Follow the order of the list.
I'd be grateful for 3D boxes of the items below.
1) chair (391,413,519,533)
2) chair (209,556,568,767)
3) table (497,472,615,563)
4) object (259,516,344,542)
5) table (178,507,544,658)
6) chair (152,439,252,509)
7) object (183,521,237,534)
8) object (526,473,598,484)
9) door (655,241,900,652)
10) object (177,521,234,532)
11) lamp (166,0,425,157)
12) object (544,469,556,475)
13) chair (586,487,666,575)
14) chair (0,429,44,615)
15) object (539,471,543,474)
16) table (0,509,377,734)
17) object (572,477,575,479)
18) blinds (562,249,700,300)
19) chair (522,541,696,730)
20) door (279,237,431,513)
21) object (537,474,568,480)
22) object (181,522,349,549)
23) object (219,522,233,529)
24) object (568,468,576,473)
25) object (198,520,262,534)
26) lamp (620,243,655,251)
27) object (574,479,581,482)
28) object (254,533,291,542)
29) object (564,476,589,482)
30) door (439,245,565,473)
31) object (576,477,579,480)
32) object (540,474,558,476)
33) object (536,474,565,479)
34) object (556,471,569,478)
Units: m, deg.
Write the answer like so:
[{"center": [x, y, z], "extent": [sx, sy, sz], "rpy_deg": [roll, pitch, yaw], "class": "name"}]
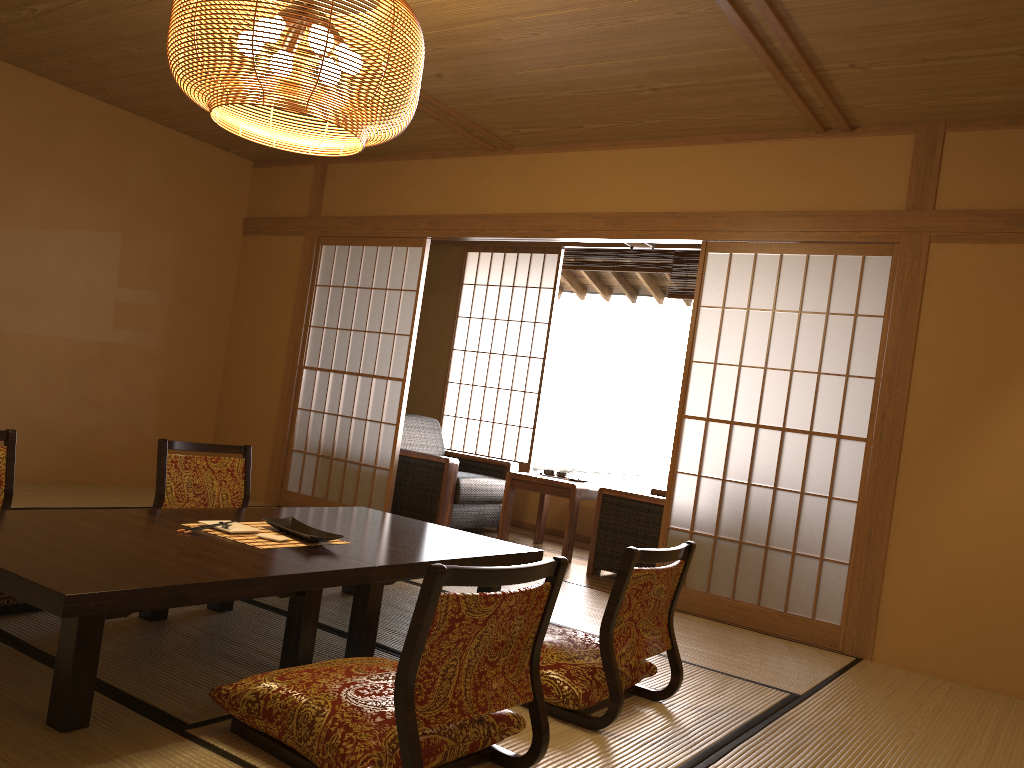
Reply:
[{"center": [-0.557, 0.642, 6.518], "extent": [0.942, 0.779, 0.874], "rpy_deg": [7, -2, 34], "class": "chair"}, {"center": [-0.285, 0.646, 2.216], "extent": [0.686, 0.546, 0.583], "rpy_deg": [7, -2, 38], "class": "chair"}, {"center": [0.300, 0.885, 5.973], "extent": [0.539, 0.500, 0.541], "rpy_deg": [7, -2, 34], "class": "table"}, {"center": [-0.728, 0.504, 3.043], "extent": [0.129, 0.039, 0.348], "rpy_deg": [10, -3, -43], "class": "object"}, {"center": [-0.579, 0.741, 3.416], "extent": [0.993, 0.356, 0.996], "rpy_deg": [7, -2, 34], "class": "table"}, {"center": [-1.239, 0.567, 3.951], "extent": [0.686, 0.546, 0.583], "rpy_deg": [7, -2, 38], "class": "chair"}, {"center": [-0.985, 0.469, 2.902], "extent": [0.006, 0.030, 0.229], "rpy_deg": [8, -2, 26], "class": "object"}, {"center": [0.337, 0.637, 5.975], "extent": [0.400, 0.003, 0.300], "rpy_deg": [7, -2, 34], "class": "object"}, {"center": [1.291, 0.248, 4.444], "extent": [0.991, 1.933, 0.040], "rpy_deg": [8, -1, 34], "class": "door"}, {"center": [-1.001, 0.467, 2.907], "extent": [0.006, 0.030, 0.229], "rpy_deg": [8, -2, 31], "class": "object"}, {"center": [-0.668, -1.225, 2.887], "extent": [0.799, 0.825, 0.798], "rpy_deg": [9, -2, -32], "class": "lamp"}, {"center": [0.261, 0.611, 6.126], "extent": [0.084, 0.037, 0.084], "rpy_deg": [9, -2, -28], "class": "object"}, {"center": [1.089, 0.843, 5.413], "extent": [0.942, 0.779, 0.874], "rpy_deg": [7, -2, 34], "class": "chair"}, {"center": [-1.828, 0.450, 3.042], "extent": [0.698, 0.546, 0.583], "rpy_deg": [7, -2, 33], "class": "chair"}, {"center": [0.197, 0.609, 6.054], "extent": [0.015, 0.018, 0.050], "rpy_deg": [9, -2, -14], "class": "object"}, {"center": [-1.122, 0.633, 2.587], "extent": [0.993, 0.356, 0.996], "rpy_deg": [7, -2, 34], "class": "table"}, {"center": [0.414, 0.627, 5.933], "extent": [0.006, 0.007, 0.230], "rpy_deg": [8, -2, 8], "class": "object"}, {"center": [1.220, -0.939, 6.696], "extent": [1.930, 0.594, 0.048], "rpy_deg": [7, -1, 34], "class": "blinds"}, {"center": [0.178, 0.738, 2.929], "extent": [0.698, 0.546, 0.583], "rpy_deg": [7, -2, 33], "class": "chair"}, {"center": [-1.090, -0.042, 6.043], "extent": [0.991, 1.933, 0.040], "rpy_deg": [8, -1, 34], "class": "door"}, {"center": [0.269, 0.621, 5.918], "extent": [0.230, 0.007, 0.006], "rpy_deg": [7, -2, 29], "class": "object"}, {"center": [-0.831, 0.509, 3.010], "extent": [0.400, 0.003, 0.399], "rpy_deg": [7, -2, 34], "class": "object"}, {"center": [-0.959, 0.474, 2.968], "extent": [0.050, 0.018, 0.015], "rpy_deg": [7, -2, 31], "class": "object"}, {"center": [0.373, 0.603, 6.073], "extent": [0.117, 0.068, 0.038], "rpy_deg": [8, -1, -1], "class": "object"}, {"center": [-0.947, 0.482, 2.976], "extent": [0.180, 0.014, 0.130], "rpy_deg": [7, -2, 36], "class": "object"}, {"center": [0.862, -1.223, 5.780], "extent": [0.330, 0.681, 0.331], "rpy_deg": [8, -1, 34], "class": "lamp"}, {"center": [0.430, 0.635, 5.819], "extent": [0.050, 0.018, 0.015], "rpy_deg": [8, -1, 20], "class": "object"}, {"center": [-0.786, 0.507, 2.910], "extent": [0.099, 0.013, 0.067], "rpy_deg": [8, -2, 17], "class": "object"}, {"center": [0.430, 0.640, 5.937], "extent": [0.131, 0.015, 0.181], "rpy_deg": [9, -2, -11], "class": "object"}, {"center": [-0.128, -0.228, 7.434], "extent": [0.991, 1.872, 0.040], "rpy_deg": [8, -1, 34], "class": "door"}, {"center": [0.436, 0.631, 5.939], "extent": [0.006, 0.007, 0.230], "rpy_deg": [8, -2, -1], "class": "object"}, {"center": [0.252, 0.611, 5.997], "extent": [0.130, 0.026, 0.038], "rpy_deg": [8, -2, 18], "class": "object"}, {"center": [0.252, 0.620, 5.949], "extent": [0.230, 0.007, 0.006], "rpy_deg": [7, -2, 23], "class": "object"}, {"center": [0.345, 0.622, 6.072], "extent": [0.084, 0.037, 0.084], "rpy_deg": [7, -2, 25], "class": "object"}]
